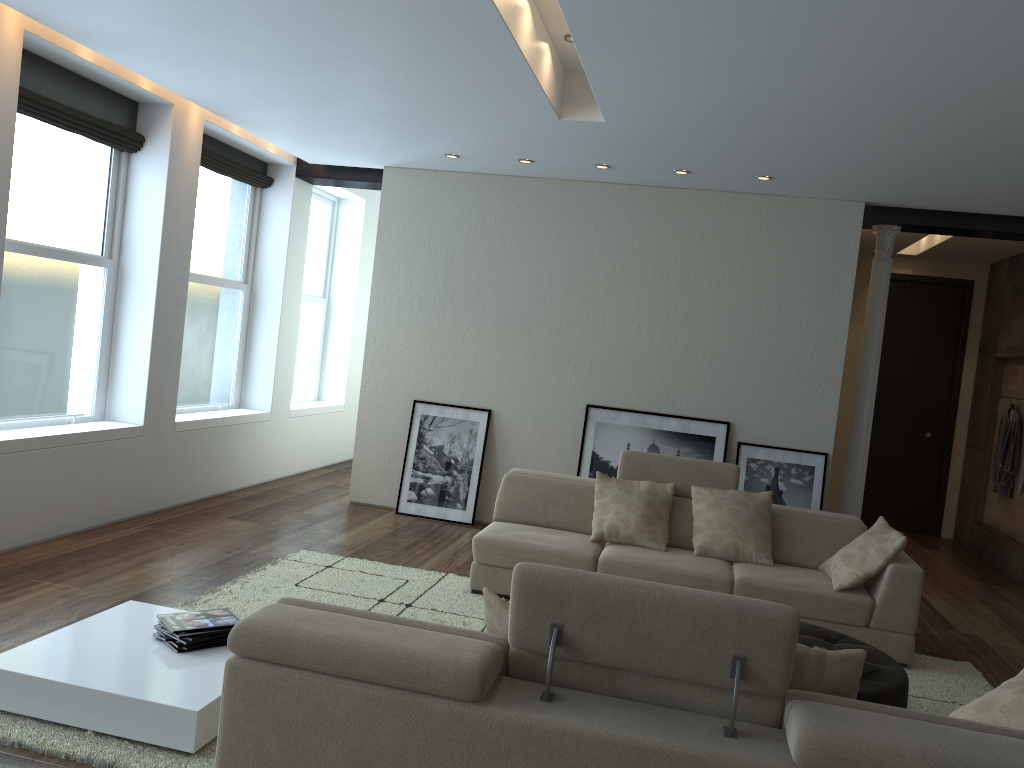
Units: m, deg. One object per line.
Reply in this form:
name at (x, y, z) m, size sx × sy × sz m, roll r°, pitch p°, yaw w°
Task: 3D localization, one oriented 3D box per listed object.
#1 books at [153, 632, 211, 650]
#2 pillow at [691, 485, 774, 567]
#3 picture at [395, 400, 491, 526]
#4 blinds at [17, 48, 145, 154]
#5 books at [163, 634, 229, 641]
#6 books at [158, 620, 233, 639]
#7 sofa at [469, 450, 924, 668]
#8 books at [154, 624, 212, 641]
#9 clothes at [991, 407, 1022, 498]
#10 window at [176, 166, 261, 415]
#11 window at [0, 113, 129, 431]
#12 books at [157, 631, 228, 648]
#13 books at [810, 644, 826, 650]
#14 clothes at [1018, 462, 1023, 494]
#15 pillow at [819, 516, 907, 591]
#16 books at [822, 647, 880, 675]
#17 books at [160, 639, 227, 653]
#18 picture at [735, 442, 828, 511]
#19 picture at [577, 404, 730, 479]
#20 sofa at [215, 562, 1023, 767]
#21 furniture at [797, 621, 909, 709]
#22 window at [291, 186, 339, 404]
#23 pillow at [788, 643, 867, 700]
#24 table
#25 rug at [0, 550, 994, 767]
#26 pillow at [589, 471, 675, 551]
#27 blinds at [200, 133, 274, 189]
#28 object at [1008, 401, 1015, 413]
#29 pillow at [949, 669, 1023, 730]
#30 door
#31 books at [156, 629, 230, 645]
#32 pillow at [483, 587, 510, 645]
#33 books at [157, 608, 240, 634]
books at (-1.318, 1.055, 3.743) m, size 0.220 × 0.010 × 0.300 m, roll 8°, pitch 3°, yaw 32°
pillow at (1.385, 0.877, 5.591) m, size 0.534 × 0.439 × 0.301 m, roll 7°, pitch 3°, yaw 8°
picture at (-0.593, 0.672, 7.642) m, size 0.700 × 0.988 × 0.195 m, roll 7°, pitch 3°, yaw 12°
blinds at (-2.864, -1.837, 5.717) m, size 0.156 × 0.393 × 1.442 m, roll 7°, pitch 3°, yaw 12°
books at (-1.316, 1.036, 3.742) m, size 0.300 × 0.010 × 0.220 m, roll 5°, pitch 3°, yaw -28°
books at (-1.295, 1.009, 3.722) m, size 0.300 × 0.010 × 0.220 m, roll 4°, pitch 3°, yaw -43°
sofa at (1.121, 0.976, 5.635) m, size 2.581 × 0.950 × 1.021 m, roll 7°, pitch 3°, yaw 12°
books at (-1.313, 1.016, 3.741) m, size 0.220 × 0.010 × 0.300 m, roll 8°, pitch 3°, yaw 27°
clothes at (4.712, 0.642, 8.487) m, size 0.141 × 0.855 × 0.569 m, roll 7°, pitch 3°, yaw 12°
window at (-2.646, -0.874, 7.635) m, size 0.123 × 2.400 × 1.563 m, roll 7°, pitch 3°, yaw 12°
window at (-3.039, -0.837, 5.773) m, size 0.123 × 2.400 × 1.443 m, roll 7°, pitch 3°, yaw 12°
books at (-1.300, 1.048, 3.724) m, size 0.300 × 0.010 × 0.220 m, roll 4°, pitch 3°, yaw -43°
books at (1.369, 1.186, 3.779) m, size 0.219 × 0.031 × 0.300 m, roll 8°, pitch 3°, yaw 27°
clothes at (4.520, 0.633, 7.609) m, size 0.173 × 0.735 × 0.700 m, roll 7°, pitch 3°, yaw 10°
pillow at (2.072, 0.994, 5.205) m, size 0.395 × 0.393 × 0.518 m, roll 7°, pitch 3°, yaw 8°
books at (1.388, 1.182, 3.760) m, size 0.301 × 0.040 × 0.220 m, roll 4°, pitch 3°, yaw -43°
books at (-1.302, 1.067, 3.725) m, size 0.300 × 0.010 × 0.220 m, roll 4°, pitch 3°, yaw -43°
picture at (2.104, 1.003, 7.077) m, size 0.700 × 0.988 × 0.195 m, roll 7°, pitch 3°, yaw 12°
picture at (1.118, 0.808, 7.268) m, size 1.183 × 1.140 × 0.225 m, roll 7°, pitch 3°, yaw 12°
sofa at (0.512, 1.033, 2.752) m, size 2.581 × 0.950 × 1.021 m, roll 7°, pitch 3°, yaw 12°
furniture at (1.196, 1.337, 3.981) m, size 1.057 × 0.355 × 1.057 m, roll 7°, pitch 3°, yaw 14°
window at (-2.260, -0.910, 9.462) m, size 0.123 × 2.400 × 1.373 m, roll 7°, pitch 3°, yaw 12°
pillow at (0.771, 0.935, 2.682) m, size 0.534 × 0.439 × 0.301 m, roll 7°, pitch 3°, yaw 15°
table at (-1.435, 1.149, 3.587) m, size 0.900 × 0.170 × 0.900 m, roll 7°, pitch 3°, yaw 12°
rug at (0.313, 1.418, 4.145) m, size 4.231 × 0.020 × 2.972 m, roll 7°, pitch 3°, yaw 12°
pillow at (0.774, 0.814, 5.706) m, size 0.519 × 0.416 × 0.368 m, roll 7°, pitch 3°, yaw 7°
blinds at (-2.465, -1.927, 7.577) m, size 0.156 × 0.275 × 1.563 m, roll 7°, pitch 3°, yaw 12°
object at (4.774, 0.233, 8.459) m, size 0.010 × 0.219 × 0.430 m, roll 7°, pitch 3°, yaw 12°
pillow at (1.556, 1.042, 2.761) m, size 0.395 × 0.393 × 0.518 m, roll 7°, pitch 3°, yaw 15°
door at (4.334, 0.219, 9.795) m, size 1.037 × 2.814 × 0.246 m, roll 7°, pitch 3°, yaw 12°
books at (-1.297, 1.029, 3.723) m, size 0.220 × 0.010 × 0.300 m, roll 8°, pitch 3°, yaw 37°
pillow at (0.165, 0.871, 2.821) m, size 0.519 × 0.416 × 0.368 m, roll 7°, pitch 3°, yaw 16°
books at (-1.311, 0.997, 3.740) m, size 0.300 × 0.010 × 0.220 m, roll 5°, pitch 3°, yaw -38°
